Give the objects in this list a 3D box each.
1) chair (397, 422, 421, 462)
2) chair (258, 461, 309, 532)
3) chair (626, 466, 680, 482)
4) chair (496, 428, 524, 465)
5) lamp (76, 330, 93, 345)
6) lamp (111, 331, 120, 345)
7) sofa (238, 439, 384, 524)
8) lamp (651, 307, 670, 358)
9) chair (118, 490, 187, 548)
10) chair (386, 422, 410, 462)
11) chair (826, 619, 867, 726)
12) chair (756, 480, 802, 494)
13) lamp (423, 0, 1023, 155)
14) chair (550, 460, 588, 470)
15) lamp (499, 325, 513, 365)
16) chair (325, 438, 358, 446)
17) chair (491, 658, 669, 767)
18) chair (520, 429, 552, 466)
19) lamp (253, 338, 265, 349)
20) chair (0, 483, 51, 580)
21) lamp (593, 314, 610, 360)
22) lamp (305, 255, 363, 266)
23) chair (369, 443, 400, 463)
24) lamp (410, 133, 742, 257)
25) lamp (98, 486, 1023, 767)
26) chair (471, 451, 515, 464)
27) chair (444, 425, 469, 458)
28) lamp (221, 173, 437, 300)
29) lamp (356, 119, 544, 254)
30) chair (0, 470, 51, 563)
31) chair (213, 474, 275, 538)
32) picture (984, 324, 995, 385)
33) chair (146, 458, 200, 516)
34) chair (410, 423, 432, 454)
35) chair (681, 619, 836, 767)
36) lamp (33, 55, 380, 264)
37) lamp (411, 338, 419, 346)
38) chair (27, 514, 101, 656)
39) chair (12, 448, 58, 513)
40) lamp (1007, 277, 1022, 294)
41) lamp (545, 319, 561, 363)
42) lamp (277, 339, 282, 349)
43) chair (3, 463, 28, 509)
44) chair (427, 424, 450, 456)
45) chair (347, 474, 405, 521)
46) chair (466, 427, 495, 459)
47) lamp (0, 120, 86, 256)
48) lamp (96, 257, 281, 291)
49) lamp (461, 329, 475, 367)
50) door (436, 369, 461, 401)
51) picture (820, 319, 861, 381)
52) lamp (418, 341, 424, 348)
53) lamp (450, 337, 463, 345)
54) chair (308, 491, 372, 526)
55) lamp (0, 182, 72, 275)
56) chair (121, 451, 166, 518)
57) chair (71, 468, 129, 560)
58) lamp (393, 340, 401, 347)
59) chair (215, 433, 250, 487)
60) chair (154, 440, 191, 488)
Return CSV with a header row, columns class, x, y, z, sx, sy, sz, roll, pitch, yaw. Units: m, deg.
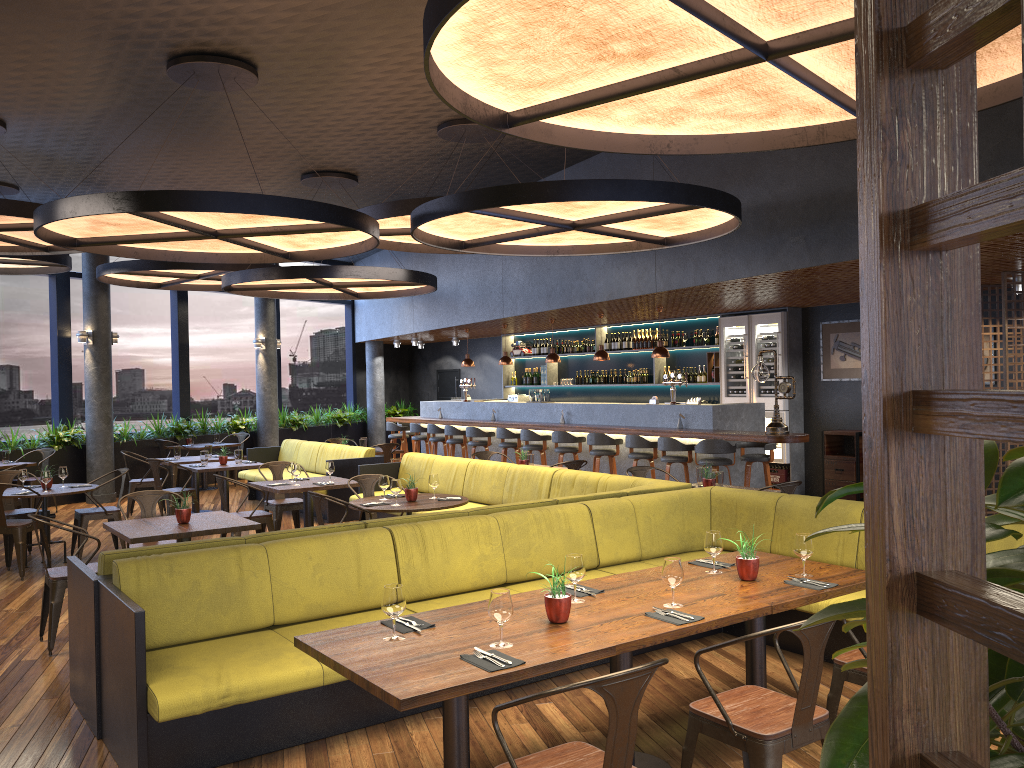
class,x,y,z,sx,sy,sz,roll,pitch,yaw
chair,-2.007,1.213,17.477,0.483,1.048,0.438,-1,0,-7
chair,-2.462,1.314,9.634,0.504,0.917,0.541,-1,0,-35
chair,1.354,1.238,8.235,0.504,0.917,0.541,-1,0,-35
chair,0.002,1.184,13.627,0.483,1.048,0.438,-1,0,26
lamp,-6.588,-0.714,13.603,0.215,0.215,0.189,-1,0,22
lamp,-6.345,-0.721,14.112,0.215,0.215,0.189,-1,0,30
sofa,-2.956,1.318,12.654,0.966,0.914,3.061,-1,0,-35
lamp,2.002,-0.696,11.981,0.250,0.673,0.250,-1,0,-3
chair,-2.845,1.331,7.079,0.504,0.917,0.541,-1,0,-35
chair,-2.092,1.218,16.494,0.483,1.048,0.438,-1,0,26
chair,1.686,1.246,3.822,0.504,0.917,0.541,-1,0,-35
chair,2.073,1.226,7.217,0.504,0.917,0.541,-1,0,-35
lamp,1.021,-2.021,3.605,2.778,1.475,2.778,-1,0,-35
chair,0.527,1.251,9.430,0.504,0.917,0.541,-1,0,-35
lamp,-0.112,-0.661,14.970,0.250,0.673,0.250,-1,0,-3
chair,-2.602,1.303,13.699,0.504,0.917,0.541,-1,0,-35
chair,0.211,1.280,2.778,0.504,0.917,0.541,-1,0,-35
chair,0.352,1.178,13.037,0.438,1.048,0.483,-1,0,-7
lamp,-4.788,-0.763,16.696,0.215,0.215,0.189,-1,0,16
chair,-4.750,1.366,8.420,0.504,0.917,0.541,-1,0,4
lamp,1.304,-0.684,12.968,0.250,0.673,0.250,-1,0,-3
lamp,-3.306,-2.210,16.579,1.979,1.093,1.979,-1,0,18
chair,-1.873,1.291,12.667,0.504,0.917,0.541,-1,0,-35
lamp,0.515,-2.024,7.586,2.778,1.475,2.778,-1,0,-31
lamp,2.477,0.325,5.828,9.057,2.714,3.017,-1,0,-35
chair,-0.192,1.263,10.447,0.504,0.917,0.541,-1,0,-35
chair,-0.894,1.199,14.765,0.438,1.048,0.483,-1,0,-7
lamp,-2.400,-1.976,11.746,2.778,1.475,2.778,-1,0,19
lamp,-0.423,-2.188,9.621,2.778,1.159,2.778,-1,0,15
chair,-5.161,1.372,9.233,0.541,0.917,0.504,-1,0,36
chair,-2.620,1.321,8.666,0.541,0.917,0.504,-1,0,-35
picture,5.304,-0.338,10.732,0.028,0.697,1.039,-1,0,-35
chair,-4.160,1.346,10.830,0.504,0.917,0.541,-1,0,32
chair,-1.581,1.210,15.847,0.483,1.048,0.438,-1,0,26
chair,0.946,1.263,3.298,0.504,0.917,0.541,-1,0,-35
lamp,-2.560,-1.959,7.643,2.778,1.475,2.778,-1,0,14
lamp,-2.041,-0.893,18.667,0.228,0.172,0.228,-1,0,-35
chair,-3.040,1.338,6.148,0.541,0.917,0.504,-1,0,-35
chair,-6.815,1.396,12.646,0.504,0.917,0.541,-1,0,18
lamp,5.220,-1.015,9.110,0.228,0.172,0.228,-1,0,-35
lamp,0.638,-0.673,13.910,0.250,0.673,0.250,-1,0,-3
lamp,-4.566,-0.769,17.215,0.215,0.215,0.189,-1,0,34
chair,-5.883,1.384,10.214,0.541,0.917,0.504,-1,0,-5
chair,-1.226,1.204,15.367,0.483,1.048,0.438,-1,0,26
chair,-1.193,1.293,8.004,0.504,0.917,0.541,-1,0,-35
chair,-0.508,1.193,14.147,0.438,1.048,0.483,-1,0,-16
lamp,-5.530,-2.078,8.970,2.778,1.159,2.778,-1,0,32
lamp,-4.687,-2.110,13.245,2.778,1.159,2.778,-1,0,0
lamp,-0.801,-0.650,15.944,0.250,0.673,0.250,-1,0,42
door,-1.425,0.689,20.328,0.137,2.056,1.012,-1,0,-35
picture,4.553,-0.450,11.790,0.028,0.809,1.039,-1,0,-35
lamp,-2.076,-0.897,20.120,0.228,0.172,0.228,-1,0,-35
lamp,-1.203,-0.912,18.886,0.228,0.172,0.228,-1,0,-35
chair,-1.349,1.299,7.135,0.541,0.917,0.504,-1,0,-35
lamp,-6.985,-2.116,11.827,1.979,1.093,1.979,-1,0,18
chair,-5.041,1.360,12.116,0.541,0.917,0.504,-1,0,-17
chair,-4.281,1.354,9.253,0.541,0.917,0.504,-1,0,-35
lamp,-2.508,-0.886,19.358,0.228,0.172,0.228,-1,0,-35
chair,-4.975,1.346,15.874,0.504,0.917,0.541,-1,0,20
chair,-5.616,1.364,14.710,0.504,0.917,0.541,-1,0,29
